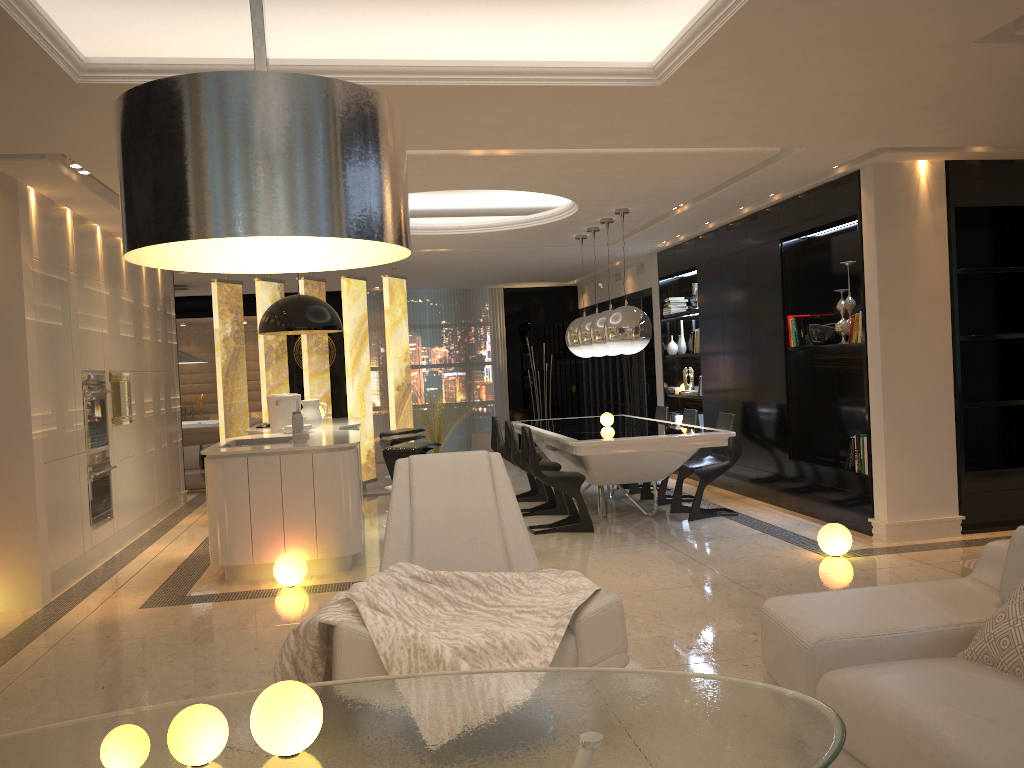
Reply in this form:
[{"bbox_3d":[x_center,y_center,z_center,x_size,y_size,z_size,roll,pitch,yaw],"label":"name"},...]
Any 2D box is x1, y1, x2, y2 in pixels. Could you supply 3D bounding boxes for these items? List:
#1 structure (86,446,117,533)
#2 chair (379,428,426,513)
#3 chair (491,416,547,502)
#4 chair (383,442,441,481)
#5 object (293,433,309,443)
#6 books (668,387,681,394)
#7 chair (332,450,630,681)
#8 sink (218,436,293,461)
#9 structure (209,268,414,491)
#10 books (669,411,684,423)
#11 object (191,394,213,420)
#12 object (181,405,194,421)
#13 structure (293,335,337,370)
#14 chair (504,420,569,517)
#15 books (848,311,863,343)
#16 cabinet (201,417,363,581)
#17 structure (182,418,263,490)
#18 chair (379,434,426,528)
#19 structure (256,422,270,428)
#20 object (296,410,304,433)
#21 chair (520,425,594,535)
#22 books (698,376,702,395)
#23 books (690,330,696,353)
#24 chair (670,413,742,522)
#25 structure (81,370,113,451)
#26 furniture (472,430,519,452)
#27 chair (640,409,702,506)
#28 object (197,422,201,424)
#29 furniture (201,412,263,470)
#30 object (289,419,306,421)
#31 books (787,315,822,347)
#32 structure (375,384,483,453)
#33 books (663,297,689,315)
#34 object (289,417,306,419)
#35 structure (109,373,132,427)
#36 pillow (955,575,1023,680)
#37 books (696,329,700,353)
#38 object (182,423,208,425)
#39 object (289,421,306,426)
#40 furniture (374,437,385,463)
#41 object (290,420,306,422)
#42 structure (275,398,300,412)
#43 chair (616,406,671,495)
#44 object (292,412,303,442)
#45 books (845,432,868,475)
[{"bbox_3d":[-3.412,0.815,6.812,0.595,0.597,0.609,-3,1,-10],"label":"structure"},{"bbox_3d":[-1.063,0.836,8.627,0.380,0.789,0.380,-4,1,-42],"label":"chair"},{"bbox_3d":[0.069,0.741,8.911,0.496,0.858,0.523,-3,1,-10],"label":"chair"},{"bbox_3d":[-0.757,0.856,6.816,0.380,0.789,0.380,-2,1,23],"label":"chair"},{"bbox_3d":[-1.475,0.379,6.211,0.111,0.062,0.111,-3,1,12],"label":"object"},{"bbox_3d":[1.979,0.076,10.428,0.209,0.073,0.266,-3,1,-6],"label":"books"},{"bbox_3d":[-0.176,0.791,3.407,1.027,0.991,0.983,-3,1,-10],"label":"chair"},{"bbox_3d":[-1.838,0.495,6.494,0.485,0.152,0.738,-3,1,-10],"label":"sink"},{"bbox_3d":[-2.222,-0.018,10.120,2.180,2.555,0.448,-3,1,-10],"label":"structure"},{"bbox_3d":[1.984,0.469,10.502,0.210,0.270,0.236,-3,1,-10],"label":"books"},{"bbox_3d":[-5.025,0.507,14.440,0.390,0.718,0.388,-3,1,-18],"label":"object"},{"bbox_3d":[-5.312,0.613,14.445,0.247,0.522,0.124,-3,1,-10],"label":"object"},{"bbox_3d":[-3.083,-0.501,13.863,0.669,0.669,0.048,-3,1,-10],"label":"structure"},{"bbox_3d":[0.210,0.751,8.073,0.496,0.858,0.523,-3,1,-10],"label":"chair"},{"bbox_3d":[2.609,-0.421,6.511,0.189,0.238,0.290,-3,1,-11],"label":"books"},{"bbox_3d":[-1.817,0.844,7.664,1.046,0.887,3.752,-3,1,-10],"label":"cabinet"},{"bbox_3d":[-4.763,0.946,11.648,2.912,0.812,1.659,-3,1,-10],"label":"structure"},{"bbox_3d":[-0.964,0.847,7.799,0.380,0.789,0.380,-3,1,-27],"label":"chair"},{"bbox_3d":[-2.226,0.387,8.756,0.502,0.026,0.811,-3,1,-10],"label":"structure"},{"bbox_3d":[-1.541,0.300,6.393,0.071,0.219,0.071,-4,1,-33],"label":"object"},{"bbox_3d":[0.354,0.760,7.218,0.496,0.858,0.523,-3,1,-10],"label":"chair"},{"bbox_3d":[2.127,0.007,9.580,0.182,0.232,0.284,-3,1,-7],"label":"books"},{"bbox_3d":[2.073,-0.468,9.766,0.207,0.256,0.245,-3,1,-11],"label":"books"},{"bbox_3d":[1.639,0.690,7.559,0.496,0.858,0.523,-3,1,-10],"label":"chair"},{"bbox_3d":[-3.442,0.207,6.801,0.595,0.597,0.609,-3,1,-10],"label":"structure"},{"bbox_3d":[-0.260,0.912,13.876,0.735,0.357,0.735,-4,1,-38],"label":"furniture"},{"bbox_3d":[1.498,0.681,8.397,0.496,0.858,0.523,-3,1,-10],"label":"chair"},{"bbox_3d":[-4.150,0.525,11.752,0.057,0.057,0.057,-4,1,-40],"label":"object"},{"bbox_3d":[-4.230,0.874,14.265,1.312,0.810,1.107,-3,1,-10],"label":"furniture"},{"bbox_3d":[-1.767,0.319,7.324,0.138,0.051,0.138,-2,1,38],"label":"object"},{"bbox_3d":[2.455,-0.446,7.419,0.210,0.270,0.236,-3,1,-10],"label":"books"},{"bbox_3d":[-1.158,0.573,13.398,1.282,1.142,1.275,-2,1,37],"label":"structure"},{"bbox_3d":[1.921,-0.913,10.416,0.259,0.188,0.302,-3,1,-3],"label":"books"},{"bbox_3d":[-1.768,0.301,7.324,0.138,0.051,0.138,-2,1,38],"label":"object"},{"bbox_3d":[-3.557,0.139,7.537,0.446,0.450,0.659,-3,1,-10],"label":"structure"},{"bbox_3d":[1.524,0.673,2.499,0.351,0.329,0.521,-3,1,-10],"label":"pillow"},{"bbox_3d":[2.108,-0.468,9.560,0.212,0.261,0.252,-3,1,-10],"label":"books"},{"bbox_3d":[-4.888,0.573,11.870,1.605,0.026,0.028,-3,1,-5],"label":"object"},{"bbox_3d":[-1.767,0.330,7.325,0.138,0.051,0.138,-2,1,38],"label":"object"},{"bbox_3d":[-2.121,1.007,13.656,0.735,0.357,0.735,-3,1,-8],"label":"furniture"},{"bbox_3d":[-1.767,0.324,7.324,0.138,0.051,0.138,-2,1,38],"label":"object"},{"bbox_3d":[-1.638,0.258,6.498,0.177,0.310,0.089,-3,1,-10],"label":"structure"},{"bbox_3d":[1.363,0.672,9.192,0.496,0.858,0.523,-3,1,-10],"label":"chair"},{"bbox_3d":[-1.523,0.302,6.288,0.071,0.219,0.071,-3,1,-19],"label":"object"},{"bbox_3d":[2.636,0.499,6.555,0.222,0.296,0.345,-3,1,-10],"label":"books"}]
